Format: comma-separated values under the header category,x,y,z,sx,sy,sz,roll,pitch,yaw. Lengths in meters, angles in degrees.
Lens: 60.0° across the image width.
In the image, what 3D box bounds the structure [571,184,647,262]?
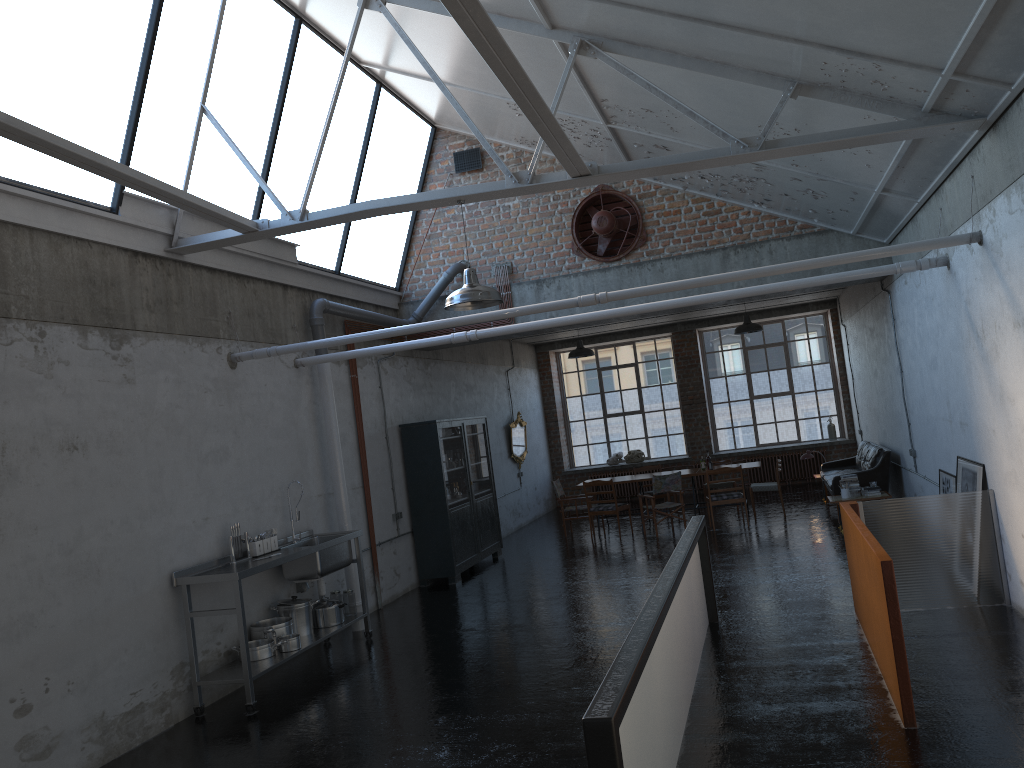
category,x,y,z,sx,sy,sz,roll,pitch,yaw
structure,1.333,-2.251,12.454,1.058,1.096,0.808,-8,-3,15

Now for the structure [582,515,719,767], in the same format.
category,x,y,z,sx,sy,sz,roll,pitch,yaw
structure,1.132,1.852,5.874,0.119,1.221,5.500,-8,-3,15

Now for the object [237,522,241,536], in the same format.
category,x,y,z,sx,sy,sz,roll,pitch,yaw
object,-2.569,1.363,8.346,0.022,0.132,0.033,-8,-3,11

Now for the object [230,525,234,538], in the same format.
category,x,y,z,sx,sy,sz,roll,pitch,yaw
object,-2.600,1.371,8.232,0.019,0.114,0.027,-8,-3,11

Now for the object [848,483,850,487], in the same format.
category,x,y,z,sx,sy,sz,roll,pitch,yaw
object,4.781,1.496,12.609,0.062,0.169,0.009,-8,-3,15

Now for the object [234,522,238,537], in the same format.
category,x,y,z,sx,sy,sz,roll,pitch,yaw
object,-2.581,1.363,8.305,0.022,0.132,0.033,-8,-3,11

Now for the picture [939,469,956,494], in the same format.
category,x,y,z,sx,sy,sz,roll,pitch,yaw
picture,4.741,1.459,9.637,0.135,0.994,0.889,-8,-3,15

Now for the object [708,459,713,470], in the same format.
category,x,y,z,sx,sy,sz,roll,pitch,yaw
object,3.391,1.373,15.148,0.051,0.180,0.097,-7,-3,-13

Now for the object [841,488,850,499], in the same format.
category,x,y,z,sx,sy,sz,roll,pitch,yaw
object,4.746,1.557,12.614,0.110,0.137,0.110,-8,-3,15

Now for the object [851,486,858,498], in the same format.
category,x,y,z,sx,sy,sz,roll,pitch,yaw
object,4.862,1.530,12.565,0.087,0.155,0.087,-7,-3,-12

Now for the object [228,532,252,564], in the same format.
category,x,y,z,sx,sy,sz,roll,pitch,yaw
object,-2.553,1.537,8.316,0.067,0.260,0.322,-8,-3,15

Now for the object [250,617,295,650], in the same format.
category,x,y,z,sx,sy,sz,roll,pitch,yaw
object,-2.296,2.401,8.513,0.403,0.231,0.505,-9,-3,27

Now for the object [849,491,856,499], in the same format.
category,x,y,z,sx,sy,sz,roll,pitch,yaw
object,4.791,1.563,12.477,0.092,0.099,0.092,-7,-3,-7

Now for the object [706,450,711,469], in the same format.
category,x,y,z,sx,sy,sz,roll,pitch,yaw
object,3.388,1.306,15.282,0.075,0.324,0.075,-9,-3,41

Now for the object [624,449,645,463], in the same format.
category,x,y,z,sx,sy,sz,roll,pitch,yaw
object,2.844,1.695,20.773,0.418,0.305,0.625,-7,-3,-11

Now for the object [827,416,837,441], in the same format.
category,x,y,z,sx,sy,sz,roll,pitch,yaw
object,7.092,0.978,19.693,0.172,0.551,0.172,-6,-3,-30

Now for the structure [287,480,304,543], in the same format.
category,x,y,z,sx,sy,sz,roll,pitch,yaw
structure,-2.253,1.335,9.331,0.210,0.661,0.039,-8,-3,15

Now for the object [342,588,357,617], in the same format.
category,x,y,z,sx,sy,sz,roll,pitch,yaw
object,-1.749,2.346,9.544,0.130,0.285,0.130,-7,-2,1

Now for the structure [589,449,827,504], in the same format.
category,x,y,z,sx,sy,sz,roll,pitch,yaw
structure,4.349,2.108,19.968,5.349,0.713,0.232,-8,-3,15

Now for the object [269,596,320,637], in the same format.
category,x,y,z,sx,sy,sz,roll,pitch,yaw
object,-2.169,2.324,8.904,0.346,0.394,0.392,-9,-3,40

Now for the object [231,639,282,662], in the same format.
category,x,y,z,sx,sy,sz,roll,pitch,yaw
object,-2.337,2.440,8.124,0.404,0.124,0.323,-10,-3,42

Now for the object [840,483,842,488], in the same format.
category,x,y,z,sx,sy,sz,roll,pitch,yaw
object,4.715,1.518,12.652,0.023,0.202,0.046,-5,-3,-38

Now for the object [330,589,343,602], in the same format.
category,x,y,z,sx,sy,sz,roll,pitch,yaw
object,-1.895,2.366,9.585,0.130,0.285,0.130,-7,-2,1

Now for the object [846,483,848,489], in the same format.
category,x,y,z,sx,sy,sz,roll,pitch,yaw
object,4.777,1.509,12.642,0.037,0.204,0.023,-6,-3,-35

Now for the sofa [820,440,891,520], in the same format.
category,x,y,z,sx,sy,sz,roll,pitch,yaw
sofa,5.526,1.519,14.305,0.929,1.045,2.610,-8,-3,15

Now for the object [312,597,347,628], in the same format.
category,x,y,z,sx,sy,sz,roll,pitch,yaw
object,-1.934,2.365,9.231,0.367,0.278,0.395,-6,-3,-32

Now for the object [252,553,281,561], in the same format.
category,x,y,z,sx,sy,sz,roll,pitch,yaw
object,-2.294,1.623,8.309,0.045,0.022,0.327,-9,-3,35

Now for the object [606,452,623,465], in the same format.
category,x,y,z,sx,sy,sz,roll,pitch,yaw
object,2.435,1.767,20.953,0.281,0.281,0.575,-10,-3,42

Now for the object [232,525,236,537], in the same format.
category,x,y,z,sx,sy,sz,roll,pitch,yaw
object,-2.590,1.372,8.266,0.019,0.114,0.027,-8,-3,11

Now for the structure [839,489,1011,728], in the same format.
category,x,y,z,sx,sy,sz,roll,pitch,yaw
structure,3.313,1.604,6.591,1.272,1.221,2.942,-8,-3,15

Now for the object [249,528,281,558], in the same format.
category,x,y,z,sx,sy,sz,roll,pitch,yaw
object,-2.447,1.549,8.681,0.166,0.234,0.454,-8,-3,17

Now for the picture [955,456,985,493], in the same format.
category,x,y,z,sx,sy,sz,roll,pitch,yaw
picture,4.352,1.338,8.473,0.233,1.215,1.095,-8,-3,15

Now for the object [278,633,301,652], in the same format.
category,x,y,z,sx,sy,sz,roll,pitch,yaw
object,-2.071,2.413,8.262,0.202,0.115,0.253,-10,-3,42

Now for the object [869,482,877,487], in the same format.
category,x,y,z,sx,sy,sz,roll,pitch,yaw
object,5.137,1.429,12.611,0.103,0.068,0.103,-7,-3,-12

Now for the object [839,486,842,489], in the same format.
category,x,y,z,sx,sy,sz,roll,pitch,yaw
object,4.726,1.524,12.634,0.137,0.190,0.009,-8,-3,19

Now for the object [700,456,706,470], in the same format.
category,x,y,z,sx,sy,sz,roll,pitch,yaw
object,3.286,1.361,15.268,0.070,0.235,0.041,-8,-3,15

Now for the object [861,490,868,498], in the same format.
category,x,y,z,sx,sy,sz,roll,pitch,yaw
object,4.946,1.541,12.433,0.092,0.099,0.092,-7,-3,-7
